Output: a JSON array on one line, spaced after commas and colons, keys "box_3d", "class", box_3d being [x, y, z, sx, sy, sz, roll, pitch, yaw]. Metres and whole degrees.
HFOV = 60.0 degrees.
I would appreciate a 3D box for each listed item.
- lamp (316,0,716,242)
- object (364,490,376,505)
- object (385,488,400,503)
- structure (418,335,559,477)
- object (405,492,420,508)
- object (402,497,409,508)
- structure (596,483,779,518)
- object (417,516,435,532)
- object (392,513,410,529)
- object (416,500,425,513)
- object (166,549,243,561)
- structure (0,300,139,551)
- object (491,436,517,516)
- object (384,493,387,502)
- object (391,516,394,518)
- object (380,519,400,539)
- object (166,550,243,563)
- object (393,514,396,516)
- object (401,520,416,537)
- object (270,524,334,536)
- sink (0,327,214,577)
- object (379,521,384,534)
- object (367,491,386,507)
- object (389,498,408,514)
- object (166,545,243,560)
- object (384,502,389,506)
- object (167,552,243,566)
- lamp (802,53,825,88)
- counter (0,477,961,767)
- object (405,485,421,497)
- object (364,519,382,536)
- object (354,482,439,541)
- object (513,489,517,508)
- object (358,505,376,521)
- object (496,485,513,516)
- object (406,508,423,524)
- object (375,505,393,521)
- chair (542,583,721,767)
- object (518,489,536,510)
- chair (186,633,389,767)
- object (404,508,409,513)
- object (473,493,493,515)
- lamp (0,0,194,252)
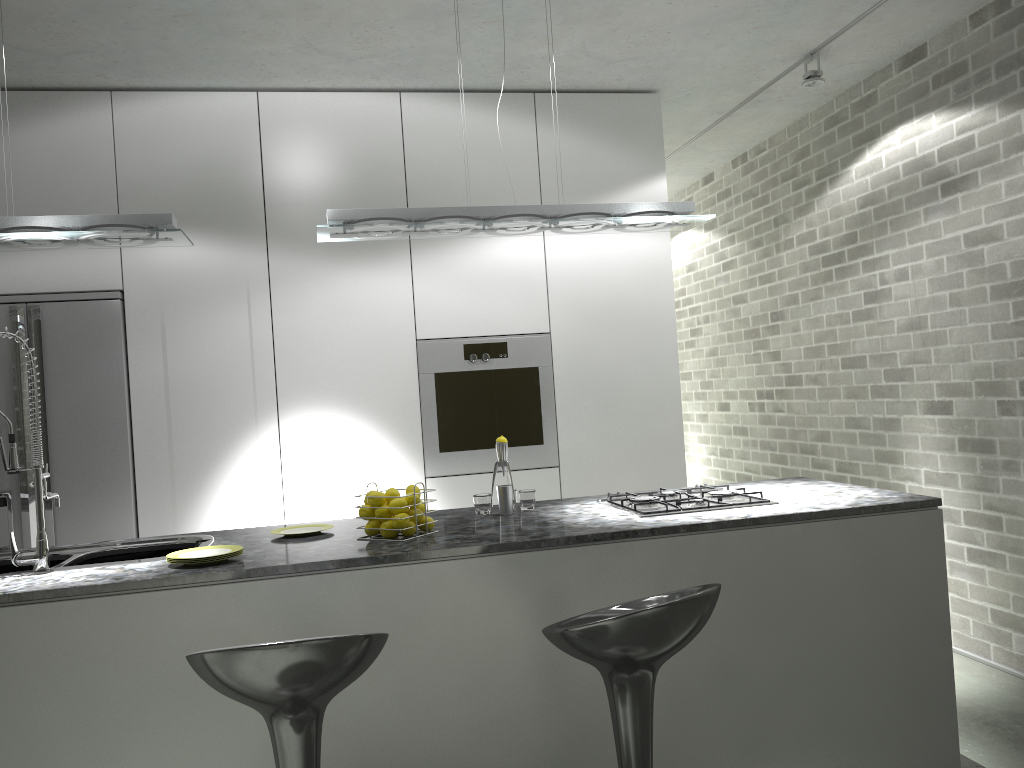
[{"box_3d": [-0.011, -1.066, 3.373, 1.490, 0.964, 0.290, -4, -1, -12], "class": "lamp"}, {"box_3d": [-0.457, 0.378, 2.906, 0.052, 0.060, 0.057, -3, -1, -34], "class": "object"}, {"box_3d": [-0.390, 0.366, 2.897, 0.051, 0.053, 0.063, -4, -1, -20], "class": "object"}, {"box_3d": [-0.115, 0.107, 4.542, 0.692, 0.680, 0.036, -4, -1, -12], "class": "structure"}, {"box_3d": [-0.323, 0.376, 2.874, 0.051, 0.053, 0.063, -4, -1, -9], "class": "object"}, {"box_3d": [-0.364, 0.396, 2.932, 0.055, 0.051, 0.061, -4, -1, -27], "class": "object"}, {"box_3d": [0.616, 0.414, 3.212, 0.500, 0.038, 0.500, -4, -1, -12], "class": "structure"}, {"box_3d": [-0.283, 0.460, 2.916, 0.053, 0.052, 0.062, -4, -1, 18], "class": "object"}, {"box_3d": [-0.352, 0.435, 2.808, 0.061, 0.054, 0.052, -3, -1, -45], "class": "object"}, {"box_3d": [-0.310, 0.412, 2.927, 0.053, 0.054, 0.061, -4, -1, 24], "class": "object"}, {"box_3d": [-0.911, 0.511, 2.636, 0.216, 0.017, 0.217, -4, -1, 21], "class": "object"}, {"box_3d": [-2.153, 0.576, 4.135, 0.743, 1.900, 0.160, -4, -1, -12], "class": "structure"}, {"box_3d": [-0.025, 0.331, 3.236, 0.101, 0.288, 0.088, -4, -1, 18], "class": "object"}, {"box_3d": [-0.428, 0.389, 2.951, 0.053, 0.051, 0.063, -4, -1, 24], "class": "object"}, {"box_3d": [-0.388, 0.460, 2.889, 0.057, 0.060, 0.052, -4, -1, -16], "class": "object"}, {"box_3d": [-0.391, 0.465, 2.846, 0.064, 0.063, 0.074, -4, -1, -1], "class": "object"}, {"box_3d": [-0.911, 0.515, 2.636, 0.216, 0.017, 0.217, -4, -1, 21], "class": "object"}, {"box_3d": [-0.402, 0.416, 2.985, 0.053, 0.055, 0.060, -4, -1, 21], "class": "object"}, {"box_3d": [-0.333, 0.463, 2.845, 0.051, 0.053, 0.063, -4, -1, -14], "class": "object"}, {"box_3d": [-0.730, 0.513, 3.088, 0.216, 0.017, 0.217, -4, -1, 14], "class": "object"}, {"box_3d": [-1.509, 0.342, 2.893, 0.987, 1.023, 0.546, -4, -1, -12], "class": "sink"}, {"box_3d": [-0.434, 0.469, 2.925, 0.061, 0.053, 0.053, -4, -1, 21], "class": "object"}, {"box_3d": [-0.435, 0.372, 2.858, 0.063, 0.051, 0.053, -4, -1, 26], "class": "object"}, {"box_3d": [-0.364, 0.390, 2.834, 0.061, 0.052, 0.053, -4, -1, -9], "class": "object"}, {"box_3d": [-0.911, 0.506, 2.636, 0.216, 0.017, 0.217, -4, -1, 21], "class": "object"}, {"box_3d": [-0.418, 0.413, 2.909, 0.064, 0.053, 0.051, -4, -1, -19], "class": "object"}, {"box_3d": [-0.911, 0.520, 2.636, 0.216, 0.017, 0.217, -4, -1, 21], "class": "object"}, {"box_3d": [1.490, -1.553, 4.398, 0.109, 0.132, 0.109, -4, -1, 30], "class": "lamp"}, {"box_3d": [-0.791, 1.004, 2.911, 4.400, 0.960, 0.900, -4, -1, -12], "class": "counter"}, {"box_3d": [-0.328, 0.364, 2.941, 0.050, 0.060, 0.059, -4, -1, -22], "class": "object"}, {"box_3d": [-0.448, 0.463, 2.869, 0.060, 0.057, 0.052, -4, -1, -20], "class": "object"}, {"box_3d": [-0.378, 0.408, 2.900, 0.207, 0.174, 0.189, -4, -1, 33], "class": "object"}, {"box_3d": [-0.016, 0.441, 3.391, 0.063, 0.070, 0.064, -4, -1, 26], "class": "object"}, {"box_3d": [-0.468, 0.418, 2.880, 0.063, 0.051, 0.053, -4, -1, 37], "class": "object"}, {"box_3d": [-0.024, 0.422, 3.221, 0.060, 0.106, 0.060, -4, -1, -18], "class": "object"}, {"box_3d": [-0.317, 0.426, 2.868, 0.061, 0.055, 0.051, -3, -1, -43], "class": "object"}, {"box_3d": [-0.412, 0.415, 2.853, 0.052, 0.053, 0.062, -4, -1, 40], "class": "object"}, {"box_3d": [0.316, 0.958, 2.212, 0.457, 0.931, 0.464, -3, -1, -31], "class": "chair"}, {"box_3d": [0.058, 0.436, 3.335, 0.064, 0.070, 0.063, -4, -1, -4], "class": "object"}, {"box_3d": [-0.491, 1.010, 2.079, 0.457, 0.931, 0.464, -4, -1, 2], "class": "chair"}, {"box_3d": [-0.347, 0.425, 2.877, 0.051, 0.053, 0.062, -4, -1, -14], "class": "object"}, {"box_3d": [-0.106, 0.446, 3.297, 0.063, 0.070, 0.064, -4, -1, 26], "class": "object"}, {"box_3d": [-1.903, -0.943, 2.978, 1.490, 0.964, 0.290, -4, -1, -12], "class": "lamp"}]
